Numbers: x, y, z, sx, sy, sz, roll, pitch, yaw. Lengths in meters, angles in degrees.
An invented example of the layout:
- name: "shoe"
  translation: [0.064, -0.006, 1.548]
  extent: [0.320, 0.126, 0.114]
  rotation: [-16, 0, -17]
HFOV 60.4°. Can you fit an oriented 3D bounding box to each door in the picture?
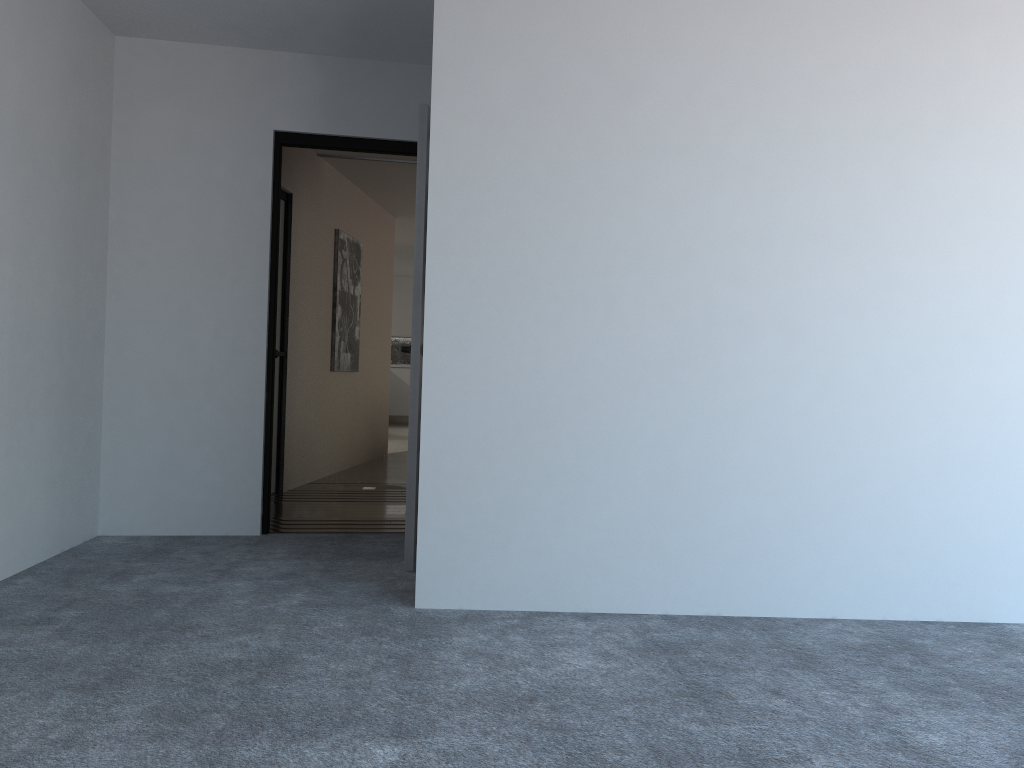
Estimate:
- name: "door"
  translation: [-1.682, -0.289, 5.657]
  extent: [0.153, 2.093, 1.004]
  rotation: [2, 0, 6]
- name: "door"
  translation: [-0.732, -0.247, 4.238]
  extent: [1.018, 2.093, 0.962]
  rotation: [2, 0, -8]

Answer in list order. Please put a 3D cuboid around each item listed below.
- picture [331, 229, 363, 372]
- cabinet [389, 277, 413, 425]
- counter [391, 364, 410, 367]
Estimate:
- name: "picture"
  translation: [-1.415, -0.688, 7.570]
  extent: [0.029, 1.165, 0.754]
  rotation: [2, 0, 5]
- name: "cabinet"
  translation: [0.836, -0.477, 13.659]
  extent: [7.044, 2.501, 4.370]
  rotation: [2, 0, -9]
- name: "counter"
  translation: [-0.686, -0.260, 14.256]
  extent: [4.102, 0.041, 2.645]
  rotation: [2, 0, -9]
